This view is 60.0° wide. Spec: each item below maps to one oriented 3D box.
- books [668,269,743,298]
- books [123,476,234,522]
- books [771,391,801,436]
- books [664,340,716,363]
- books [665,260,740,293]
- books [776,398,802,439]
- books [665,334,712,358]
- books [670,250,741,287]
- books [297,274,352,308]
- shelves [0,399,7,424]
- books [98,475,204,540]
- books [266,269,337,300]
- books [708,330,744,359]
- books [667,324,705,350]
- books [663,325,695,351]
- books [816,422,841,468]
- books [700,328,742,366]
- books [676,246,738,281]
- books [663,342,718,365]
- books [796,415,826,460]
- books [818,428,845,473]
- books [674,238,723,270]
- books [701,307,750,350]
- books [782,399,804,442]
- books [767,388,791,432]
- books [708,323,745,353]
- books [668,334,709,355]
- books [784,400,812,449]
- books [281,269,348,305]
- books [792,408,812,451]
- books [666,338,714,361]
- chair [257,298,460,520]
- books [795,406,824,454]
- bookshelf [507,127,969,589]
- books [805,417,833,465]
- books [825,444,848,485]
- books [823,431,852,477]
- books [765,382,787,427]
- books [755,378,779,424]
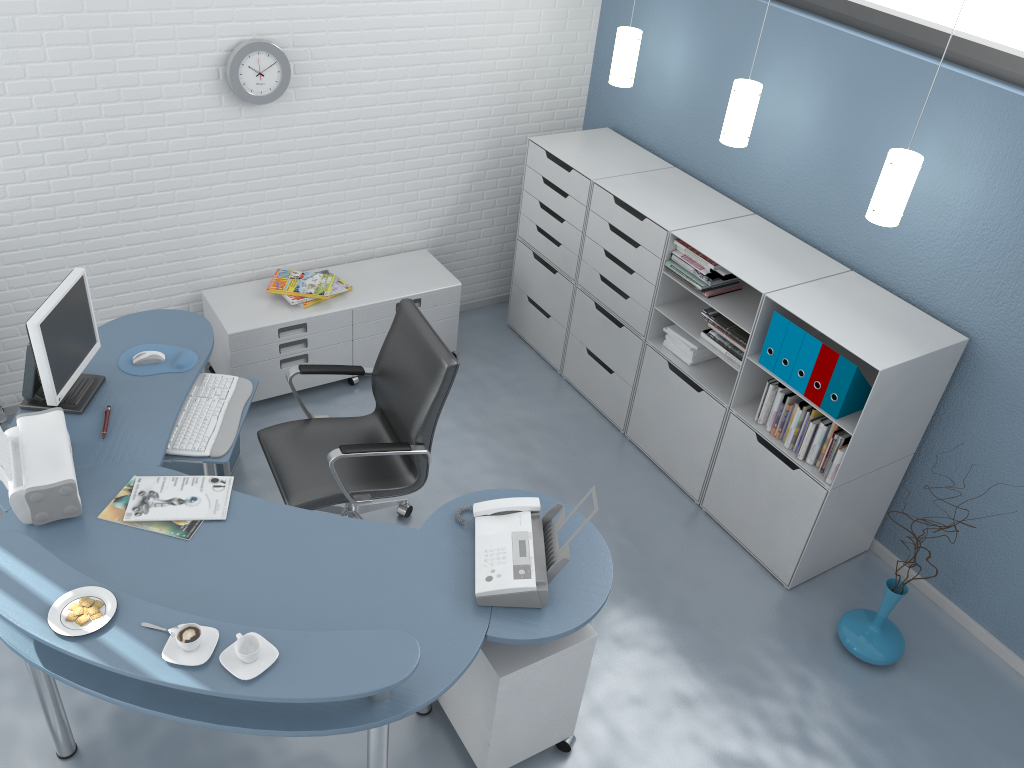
[{"bbox_3d":[0.856,-0.469,3.935,0.209,0.019,0.265,-16,41,-29],"label":"books"},{"bbox_3d":[-1.044,0.360,2.794,0.300,0.010,0.200,0,36,-9],"label":"books"},{"bbox_3d":[1.155,0.109,3.658,0.157,0.203,0.032,-16,41,-29],"label":"books"},{"bbox_3d":[0.873,-0.185,4.152,0.270,0.015,0.190,-18,43,-31],"label":"books"},{"bbox_3d":[0.842,-0.495,3.922,0.234,0.034,0.240,-16,41,-29],"label":"books"},{"bbox_3d":[1.167,0.136,3.649,0.157,0.172,0.021,-16,41,-29],"label":"books"},{"bbox_3d":[0.878,-0.205,4.129,0.270,0.015,0.190,-16,41,-29],"label":"books"},{"bbox_3d":[0.862,-0.522,3.896,0.212,0.044,0.265,-16,41,-29],"label":"books"},{"bbox_3d":[-0.983,-0.476,4.433,0.210,0.020,0.300,32,42,30],"label":"books"},{"bbox_3d":[-2.590,0.033,3.563,0.896,0.848,0.441,-15,41,-28],"label":"shelves"},{"bbox_3d":[-1.092,0.382,2.758,0.300,0.005,0.200,12,36,7],"label":"books"},{"bbox_3d":[-1.034,-0.493,4.379,0.300,0.020,0.210,6,36,-1],"label":"books"},{"bbox_3d":[0.999,-0.185,3.822,0.212,0.023,0.224,-16,41,-29],"label":"books"},{"bbox_3d":[0.881,-0.245,4.109,0.270,0.015,0.190,-20,43,-32],"label":"books"},{"bbox_3d":[0.866,-0.237,4.120,0.270,0.015,0.190,-16,41,-29],"label":"books"},{"bbox_3d":[1.287,0.222,3.502,0.138,0.229,0.032,-16,41,-29],"label":"books"},{"bbox_3d":[0.986,-0.172,3.852,0.212,0.034,0.265,-16,41,-29],"label":"books"},{"bbox_3d":[0.885,-0.548,3.869,0.187,0.034,0.298,-16,41,-29],"label":"books"},{"bbox_3d":[0.872,-0.173,4.161,0.270,0.015,0.190,-16,41,-29],"label":"books"},{"bbox_3d":[1.232,0.205,3.553,0.173,0.184,0.032,-16,41,-29],"label":"books"},{"bbox_3d":[1.291,0.251,3.488,0.157,0.198,0.022,-16,41,-29],"label":"books"},{"bbox_3d":[0.867,-0.579,3.859,0.212,0.024,0.258,-16,41,-29],"label":"books"},{"bbox_3d":[0.986,-0.253,3.800,0.224,0.041,0.283,-16,41,-29],"label":"books"},{"bbox_3d":[1.187,0.140,3.628,0.146,0.193,0.032,-16,41,-29],"label":"books"},{"bbox_3d":[1.140,0.096,3.677,0.157,0.198,0.022,-16,41,-29],"label":"books"},{"bbox_3d":[1.002,-0.217,3.818,0.197,0.034,0.251,-16,41,-29],"label":"books"},{"bbox_3d":[0.885,-0.219,4.124,0.270,0.015,0.190,-14,41,-27],"label":"books"},{"bbox_3d":[1.198,0.152,3.594,0.166,0.217,0.038,-16,41,-29],"label":"books"},{"bbox_3d":[-1.000,-0.481,4.402,0.300,0.020,0.210,-20,44,-33],"label":"books"},{"bbox_3d":[1.216,0.171,3.582,0.155,0.203,0.017,-16,41,-29],"label":"books"},{"bbox_3d":[0.882,-0.193,4.140,0.270,0.015,0.190,-15,41,-28],"label":"books"},{"bbox_3d":[-0.635,0.230,3.543,0.652,0.948,0.584,-12,40,-25],"label":"chair"},{"bbox_3d":[1.228,0.163,3.556,0.157,0.247,0.021,-16,41,-29],"label":"books"},{"bbox_3d":[0.850,-0.267,4.319,0.521,1.141,2.294,-16,41,-29],"label":"bookshelf"},{"bbox_3d":[1.259,0.215,3.528,0.157,0.203,0.040,-16,41,-29],"label":"books"},{"bbox_3d":[1.312,0.299,3.455,0.178,0.163,0.032,-16,41,-29],"label":"books"},{"bbox_3d":[1.306,0.263,3.469,0.157,0.203,0.032,-16,41,-29],"label":"books"},{"bbox_3d":[1.136,0.067,3.690,0.138,0.229,0.032,-16,41,-29],"label":"books"},{"bbox_3d":[1.107,0.060,3.717,0.157,0.203,0.040,-16,41,-29],"label":"books"}]
